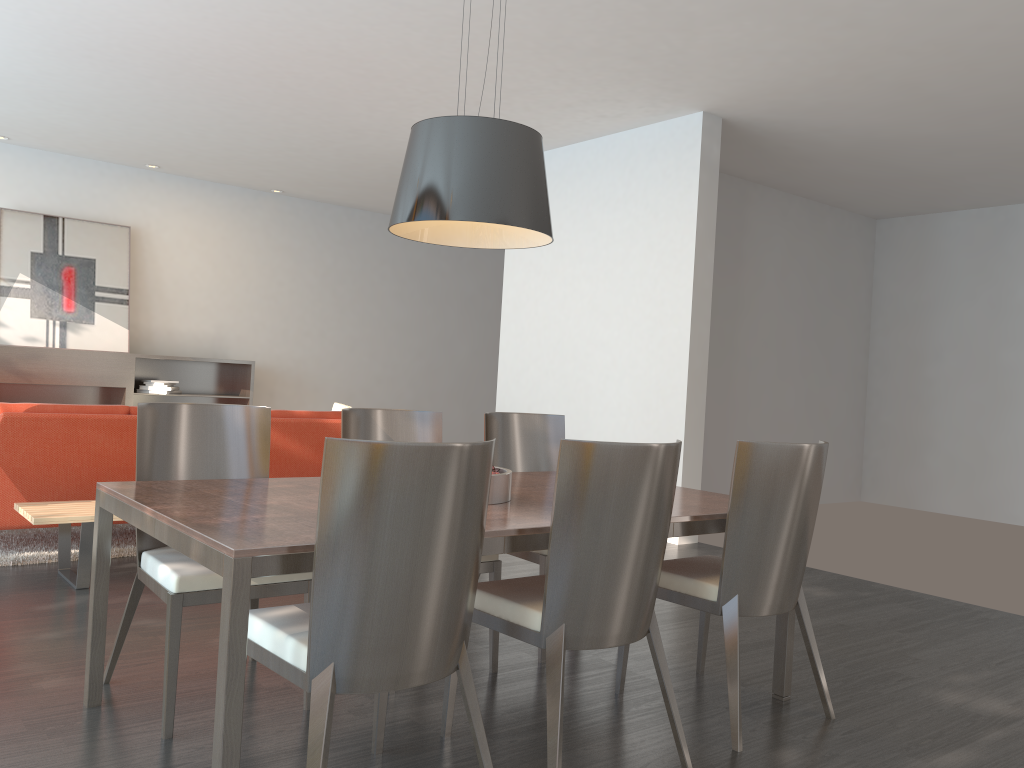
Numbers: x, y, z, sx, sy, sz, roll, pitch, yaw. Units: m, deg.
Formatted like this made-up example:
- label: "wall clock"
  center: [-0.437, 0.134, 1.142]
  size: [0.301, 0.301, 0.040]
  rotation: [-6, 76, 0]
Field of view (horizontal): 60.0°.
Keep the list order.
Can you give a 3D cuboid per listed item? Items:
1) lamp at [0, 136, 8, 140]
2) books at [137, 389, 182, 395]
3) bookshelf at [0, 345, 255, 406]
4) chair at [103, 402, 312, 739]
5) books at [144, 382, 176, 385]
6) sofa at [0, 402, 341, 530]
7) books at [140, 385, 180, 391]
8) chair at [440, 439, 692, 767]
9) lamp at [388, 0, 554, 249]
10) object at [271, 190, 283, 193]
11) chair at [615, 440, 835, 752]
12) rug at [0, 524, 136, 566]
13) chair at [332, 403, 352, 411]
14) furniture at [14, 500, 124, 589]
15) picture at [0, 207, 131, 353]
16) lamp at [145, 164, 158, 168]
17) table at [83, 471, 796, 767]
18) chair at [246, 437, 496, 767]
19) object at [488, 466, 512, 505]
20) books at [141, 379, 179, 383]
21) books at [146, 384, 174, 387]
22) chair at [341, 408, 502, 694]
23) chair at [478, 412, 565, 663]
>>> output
- label: "lamp"
  center: [-4.874, -2.348, 8.448]
  size: [0.129, 0.010, 0.129]
  rotation: [3, 0, 6]
- label: "books"
  center: [-3.664, 0.080, 9.218]
  size: [0.314, 0.038, 0.398]
  rotation: [3, 0, 1]
- label: "bookshelf"
  center: [-4.323, 0.248, 8.802]
  size: [3.386, 1.163, 0.570]
  rotation: [3, 0, -39]
- label: "chair"
  center: [-1.001, 0.564, 3.004]
  size: [0.548, 0.968, 0.614]
  rotation: [3, 0, -39]
- label: "books"
  center: [-3.659, -0.007, 9.218]
  size: [0.210, 0.020, 0.300]
  rotation: [3, 0, 1]
- label: "sofa"
  center: [-2.138, 0.544, 5.507]
  size: [2.596, 0.852, 1.038]
  rotation: [3, 0, -39]
- label: "books"
  center: [-3.662, 0.042, 9.218]
  size: [0.314, 0.038, 0.398]
  rotation: [3, 0, -9]
- label: "chair"
  center: [0.183, 0.634, 2.672]
  size: [0.548, 0.968, 0.614]
  rotation: [3, 0, -39]
- label: "lamp"
  center: [-0.094, -1.295, 3.040]
  size: [0.567, 1.580, 0.567]
  rotation: [3, 0, -9]
- label: "object"
  center: [-2.718, -2.228, 10.250]
  size: [0.129, 0.010, 0.129]
  rotation: [3, 0, 6]
- label: "chair"
  center: [0.781, 0.667, 3.149]
  size: [0.548, 0.968, 0.614]
  rotation: [3, 0, -39]
- label: "rug"
  center: [-2.818, 0.922, 6.382]
  size: [3.771, 0.043, 2.984]
  rotation: [3, 0, -39]
- label: "chair"
  center: [-1.723, 0.565, 7.462]
  size: [0.707, 0.817, 0.700]
  rotation: [3, 0, -19]
- label: "furniture"
  center: [-1.574, 0.828, 4.883]
  size: [2.005, 0.357, 0.492]
  rotation: [3, 0, -39]
- label: "picture"
  center: [-4.445, -1.007, 8.843]
  size: [1.208, 1.338, 0.269]
  rotation: [3, 0, -39]
- label: "lamp"
  center: [-3.782, -2.287, 9.319]
  size: [0.129, 0.010, 0.129]
  rotation: [3, 0, 6]
- label: "table"
  center: [-0.155, 0.767, 3.063]
  size: [2.151, 0.764, 1.172]
  rotation: [3, 0, -39]
- label: "chair"
  center: [-0.362, 0.604, 2.237]
  size: [0.548, 0.968, 0.614]
  rotation: [3, 0, -39]
- label: "object"
  center: [-0.212, 0.304, 3.018]
  size: [0.427, 0.154, 0.427]
  rotation: [3, 0, 5]
- label: "books"
  center: [-3.658, -0.027, 9.218]
  size: [0.210, 0.020, 0.300]
  rotation: [4, 0, 41]
- label: "books"
  center: [-3.660, 0.013, 9.218]
  size: [0.210, 0.020, 0.300]
  rotation: [3, 0, -9]
- label: "chair"
  center: [-0.404, 0.597, 3.481]
  size: [0.548, 0.968, 0.614]
  rotation: [3, 0, -39]
- label: "chair"
  center: [0.141, 0.627, 3.916]
  size: [0.548, 0.968, 0.614]
  rotation: [3, 0, -39]
